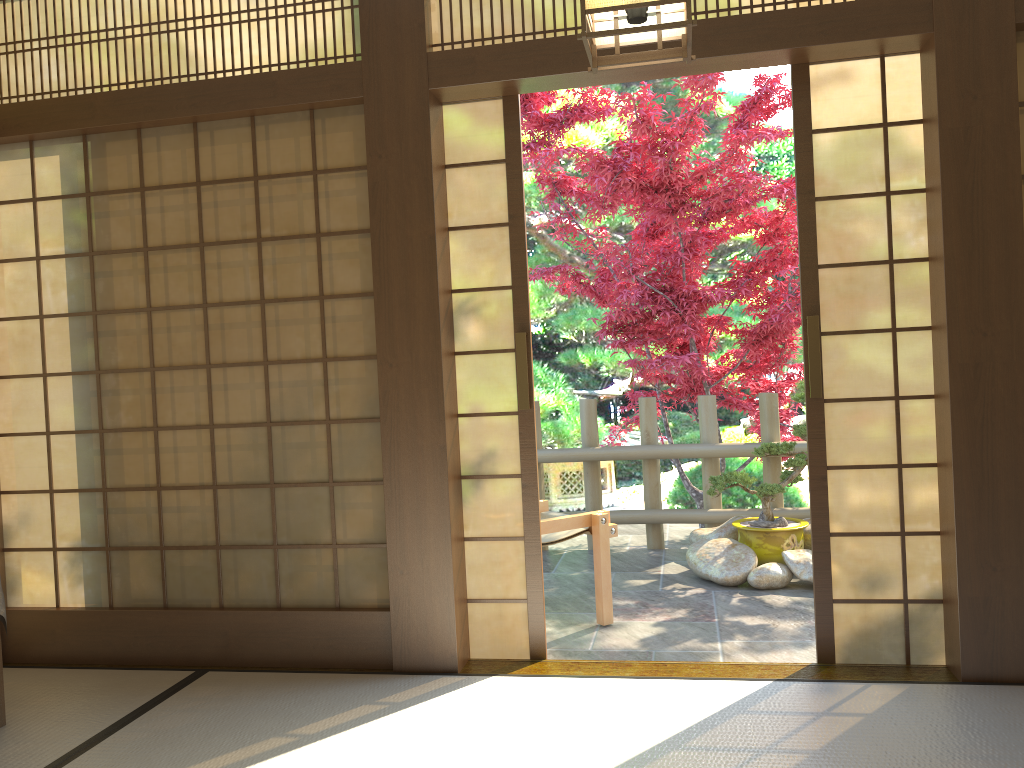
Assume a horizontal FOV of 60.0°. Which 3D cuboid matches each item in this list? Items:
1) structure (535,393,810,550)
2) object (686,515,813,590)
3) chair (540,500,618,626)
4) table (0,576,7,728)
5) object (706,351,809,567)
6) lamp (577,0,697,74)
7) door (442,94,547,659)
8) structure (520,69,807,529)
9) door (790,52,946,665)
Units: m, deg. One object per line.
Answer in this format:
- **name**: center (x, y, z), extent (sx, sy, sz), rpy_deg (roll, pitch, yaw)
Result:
- **structure**: center (1.771, 0.605, 5.835), extent (7.456, 1.136, 0.245), rpy_deg (-3, 1, 11)
- **object**: center (1.655, 0.962, 5.208), extent (1.260, 0.276, 1.147), rpy_deg (-3, 1, 7)
- **chair**: center (0.042, 0.876, 4.411), extent (0.704, 0.598, 0.698), rpy_deg (-3, 1, -33)
- **table**: center (-2.073, 0.904, 2.863), extent (0.633, 0.595, 0.629), rpy_deg (-3, 1, 11)
- **object**: center (1.685, 0.408, 5.201), extent (1.032, 1.362, 0.586), rpy_deg (-2, 1, 37)
- **lamp**: center (0.244, -1.244, 1.879), extent (0.240, 1.129, 0.240), rpy_deg (-3, 1, 11)
- **door**: center (-0.849, 0.032, 3.671), extent (1.894, 2.380, 0.073), rpy_deg (-3, 1, 11)
- **structure**: center (1.081, -0.769, 6.779), extent (3.412, 4.004, 3.045), rpy_deg (-2, 1, 44)
- **door**: center (2.017, -0.101, 3.115), extent (1.894, 2.380, 0.073), rpy_deg (-3, 1, 11)
